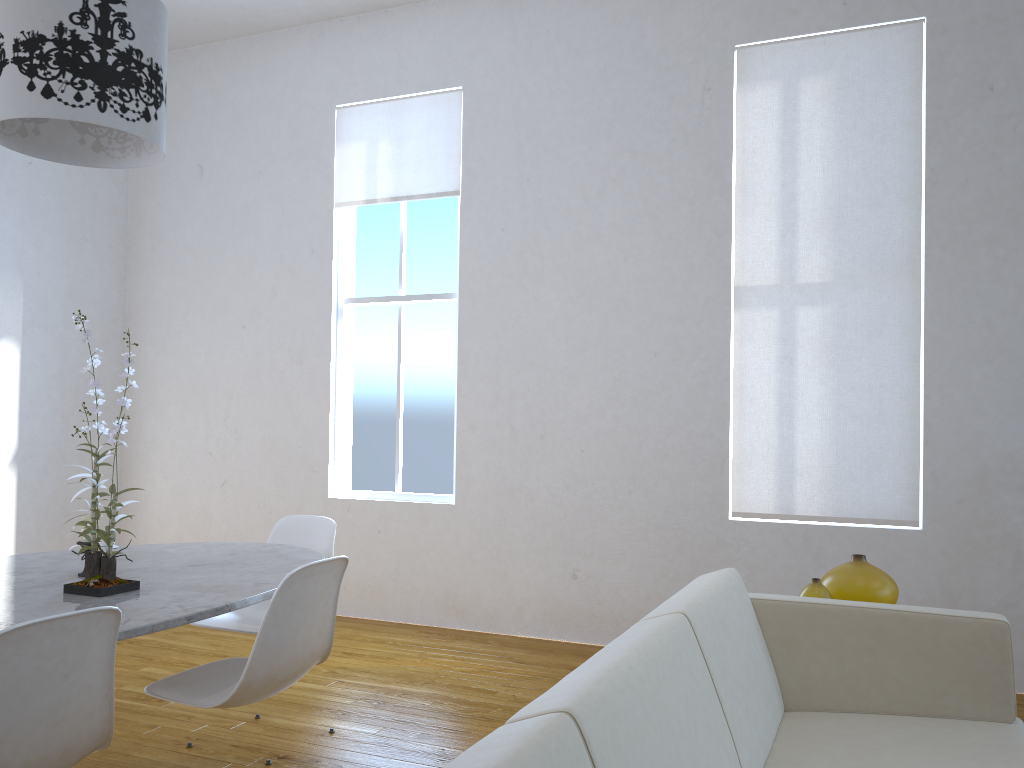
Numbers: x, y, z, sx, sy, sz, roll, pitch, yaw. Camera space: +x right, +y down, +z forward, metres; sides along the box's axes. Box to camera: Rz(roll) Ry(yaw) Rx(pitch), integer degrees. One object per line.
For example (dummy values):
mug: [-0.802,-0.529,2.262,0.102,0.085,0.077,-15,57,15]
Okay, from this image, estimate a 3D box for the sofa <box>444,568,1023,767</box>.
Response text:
sofa: [1.080,0.748,0.991,9.723,0.678,5.343,0,-3,23]

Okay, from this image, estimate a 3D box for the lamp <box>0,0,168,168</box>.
lamp: [-1.065,-1.361,2.218,0.400,1.537,0.399,1,-1,-11]

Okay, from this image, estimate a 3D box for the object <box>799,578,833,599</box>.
object: [0.832,0.613,2.427,0.095,0.160,0.096,2,-2,-26]

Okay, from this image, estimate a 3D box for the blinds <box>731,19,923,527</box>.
blinds: [1.343,-0.463,3.813,0.761,2.109,0.007,0,-1,23]

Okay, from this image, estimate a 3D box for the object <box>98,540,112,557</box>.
object: [-1.070,0.441,2.307,0.063,0.091,0.062,1,-2,-19]

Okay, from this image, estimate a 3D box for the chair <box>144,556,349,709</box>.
chair: [-0.628,0.586,2.152,0.419,0.351,0.406,0,-2,22]

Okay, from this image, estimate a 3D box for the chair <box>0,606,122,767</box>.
chair: [-0.913,0.550,1.535,0.419,0.351,0.406,0,-2,27]

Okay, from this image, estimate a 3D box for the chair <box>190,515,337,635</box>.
chair: [-0.786,0.620,2.880,0.405,0.351,0.419,0,-2,25]

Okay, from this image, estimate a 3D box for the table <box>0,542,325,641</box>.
table: [-1.148,0.782,2.014,1.070,0.622,1.912,0,-3,22]

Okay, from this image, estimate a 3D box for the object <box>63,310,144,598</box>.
object: [-0.950,0.162,2.046,0.166,0.638,0.202,2,-2,-39]

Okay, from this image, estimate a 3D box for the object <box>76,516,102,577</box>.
object: [-1.069,0.395,2.242,0.059,0.176,0.059,1,-1,8]

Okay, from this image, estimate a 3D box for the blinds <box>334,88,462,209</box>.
blinds: [-0.606,-1.228,4.658,0.761,0.556,0.007,0,-1,23]

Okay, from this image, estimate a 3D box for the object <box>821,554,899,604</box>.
object: [0.981,0.592,2.510,0.207,0.215,0.207,2,-2,-26]

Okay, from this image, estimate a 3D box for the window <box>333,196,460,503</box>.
window: [-0.587,-0.450,4.718,0.774,2.127,0.074,0,-1,23]
